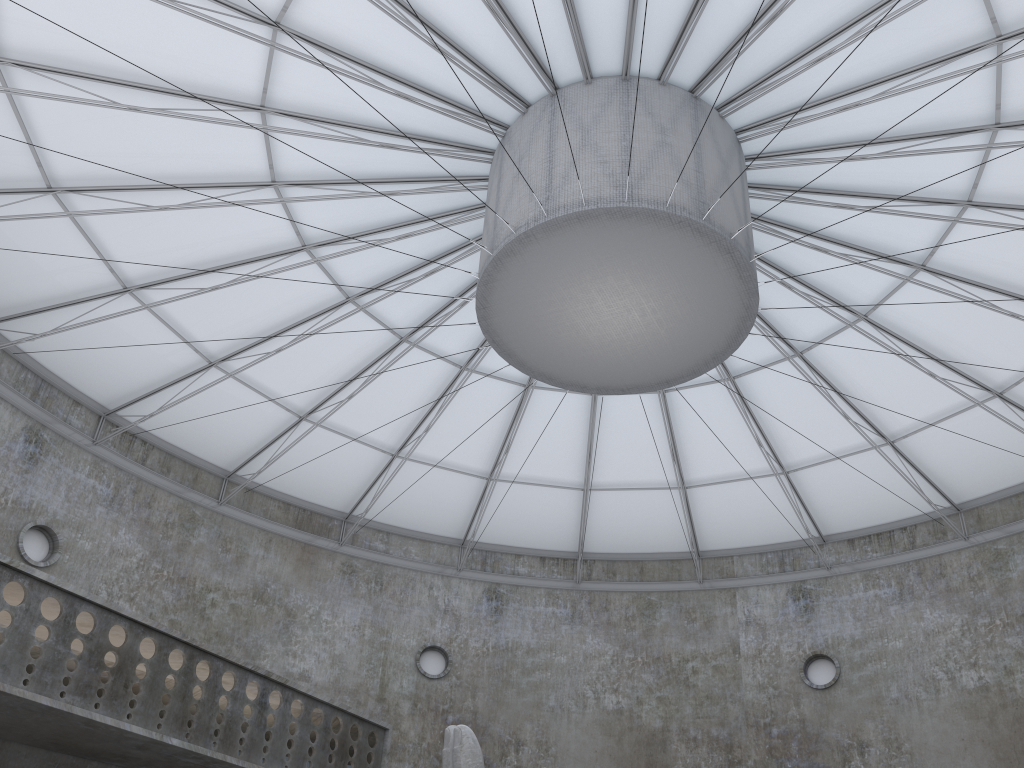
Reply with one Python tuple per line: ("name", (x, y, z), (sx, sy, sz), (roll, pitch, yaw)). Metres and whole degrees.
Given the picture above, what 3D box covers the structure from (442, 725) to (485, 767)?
("structure", (3.611, 8.061, 13.613), (10.739, 5.556, 16.034), (10, -35, -8))
